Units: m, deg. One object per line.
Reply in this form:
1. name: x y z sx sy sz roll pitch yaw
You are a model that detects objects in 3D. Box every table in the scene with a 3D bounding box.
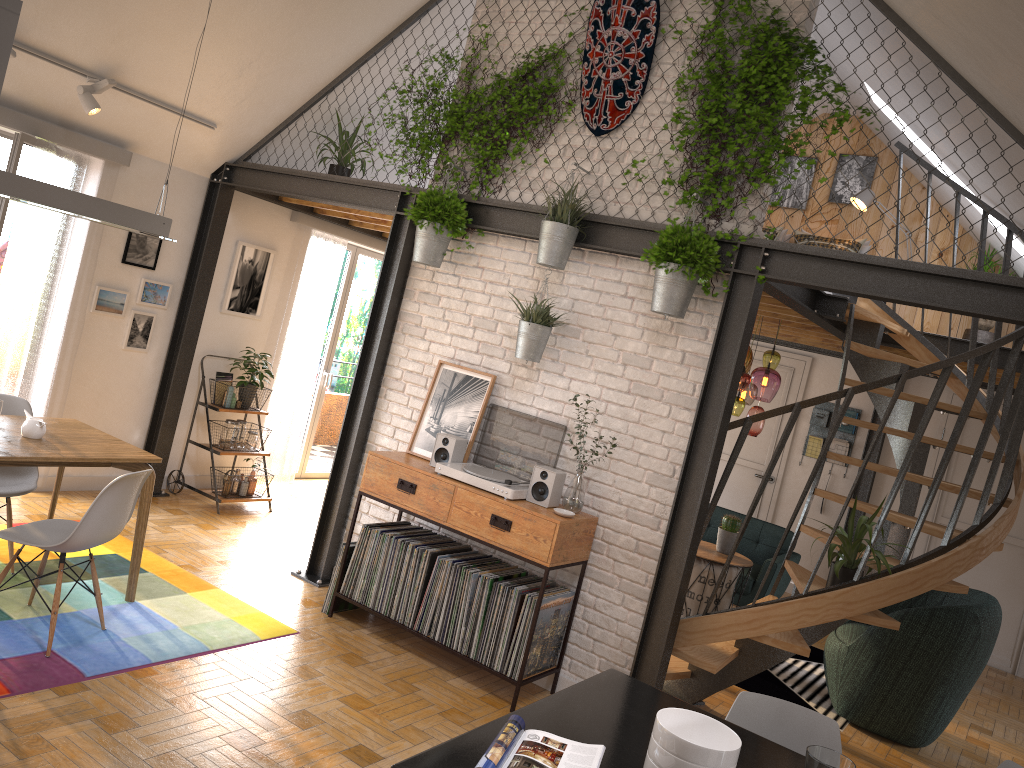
1. table: 1.368 1.473 6.500 0.679 0.685 0.684 13 2 -19
2. table: -2.537 0.590 4.070 0.855 0.754 1.460 15 3 32

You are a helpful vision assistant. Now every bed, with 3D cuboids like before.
1. bed: 2.201 -1.160 8.056 2.132 1.021 2.280 15 3 32

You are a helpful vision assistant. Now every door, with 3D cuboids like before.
1. door: 2.210 0.713 9.128 1.206 2.299 0.087 15 1 32
2. door: 4.224 1.281 7.824 1.206 2.299 0.087 15 1 32
3. door: -3.161 -0.418 5.582 0.111 2.229 0.804 14 1 -7

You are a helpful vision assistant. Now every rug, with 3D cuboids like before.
1. rug: 0.932 1.703 6.825 3.517 0.010 1.694 16 3 32
2. rug: -2.596 0.962 3.969 1.947 0.024 2.772 16 3 31

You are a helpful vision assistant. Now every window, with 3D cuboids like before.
1. window: 0.881 -0.466 4.141 8.672 4.463 7.754 15 3 32

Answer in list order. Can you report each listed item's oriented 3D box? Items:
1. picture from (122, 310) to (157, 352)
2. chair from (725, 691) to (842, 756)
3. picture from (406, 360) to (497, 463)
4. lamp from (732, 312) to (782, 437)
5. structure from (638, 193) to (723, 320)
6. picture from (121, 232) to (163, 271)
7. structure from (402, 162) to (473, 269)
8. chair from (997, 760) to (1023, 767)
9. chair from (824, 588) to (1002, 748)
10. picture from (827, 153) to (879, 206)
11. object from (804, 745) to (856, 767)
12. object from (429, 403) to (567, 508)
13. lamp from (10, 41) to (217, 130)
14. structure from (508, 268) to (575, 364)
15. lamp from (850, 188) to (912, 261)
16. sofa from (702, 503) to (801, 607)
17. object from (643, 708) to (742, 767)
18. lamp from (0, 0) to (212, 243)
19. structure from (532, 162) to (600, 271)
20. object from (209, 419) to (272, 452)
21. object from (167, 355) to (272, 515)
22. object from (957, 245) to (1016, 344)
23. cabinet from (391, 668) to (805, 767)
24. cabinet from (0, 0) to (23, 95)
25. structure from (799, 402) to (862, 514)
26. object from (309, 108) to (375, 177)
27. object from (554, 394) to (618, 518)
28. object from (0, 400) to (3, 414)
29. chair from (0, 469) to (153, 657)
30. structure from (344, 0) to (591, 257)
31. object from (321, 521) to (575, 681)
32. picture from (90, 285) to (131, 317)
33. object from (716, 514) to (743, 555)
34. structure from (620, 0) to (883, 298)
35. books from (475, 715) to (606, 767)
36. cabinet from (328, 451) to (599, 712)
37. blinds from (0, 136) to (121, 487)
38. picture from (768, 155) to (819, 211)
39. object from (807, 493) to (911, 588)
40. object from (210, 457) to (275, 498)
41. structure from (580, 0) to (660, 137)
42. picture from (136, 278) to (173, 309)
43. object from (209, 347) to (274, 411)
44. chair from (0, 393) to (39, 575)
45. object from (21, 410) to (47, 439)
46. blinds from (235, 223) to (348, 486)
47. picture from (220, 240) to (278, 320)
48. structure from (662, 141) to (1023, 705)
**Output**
1. picture: -2.662 -0.377 6.335 0.022 0.284 0.200 14 1 31
2. chair: 0.721 1.420 2.590 0.404 0.866 0.429 14 1 12
3. picture: -0.355 0.178 5.150 0.413 0.576 0.126 15 1 32
4. lamp: 1.728 -0.146 6.648 0.616 1.013 0.492 14 1 -18
5. structure: 0.845 -0.639 4.431 0.421 0.652 0.440 13 1 -28
6. picture: -2.581 -0.985 6.216 0.021 0.336 0.260 14 1 32
7. structure: -0.444 -1.003 5.265 0.421 0.652 0.440 13 1 -28
8. chair: 1.284 1.559 2.635 0.430 0.871 0.404 14 1 0
9. chair: 2.428 1.651 5.467 0.903 0.964 0.895 14 2 17
10. picture: 3.380 -2.024 8.785 0.382 0.506 0.011 15 1 32
11. object: 0.669 0.870 1.904 0.104 0.140 0.103 15 1 22
12. object: -0.060 0.353 4.802 0.791 0.414 0.413 15 2 32
13. lamp: -2.930 -1.798 4.564 0.208 0.261 3.476 15 3 32
14. structure: 0.136 -0.372 4.854 0.361 0.534 0.383 15 2 41
15. lamp: 3.512 -1.370 8.364 0.848 0.813 0.195 14 1 -11
16. sofa: 1.385 1.367 7.642 1.983 0.782 0.821 16 2 32
17. object: 0.375 0.796 1.866 0.182 0.146 0.180 15 2 29
18. lamp: -1.964 -1.694 4.056 0.270 1.818 1.341 14 1 32
19. structure: 0.255 -0.917 4.845 0.384 0.607 0.349 14 1 -5
20. object: -2.110 0.393 6.832 0.240 0.215 0.437 15 3 32
21. object: -2.132 0.380 6.850 0.634 1.078 0.576 15 1 32
22. object: 4.091 -0.671 7.656 0.787 1.048 0.736 14 1 -19
23. cabinet: 0.941 1.394 1.482 2.448 1.135 0.996 16 2 32
24. cabinet: -1.900 0.250 1.298 2.261 2.001 0.822 15 1 32
25. structure: 3.039 0.719 8.616 0.444 1.076 0.099 15 1 32
26. object: -1.224 -1.700 6.454 0.529 0.591 0.456 14 1 14
27. object: 0.337 0.356 4.587 0.289 0.620 0.297 13 1 -43
28. object: -2.338 0.161 3.979 0.062 0.184 0.062 14 1 -4
29. chair: -0.603 0.136 2.531 4.038 2.684 3.476 15 2 32
30. structure: -0.224 -1.580 5.395 2.138 1.678 0.429 15 1 32
31. object: -0.372 1.183 4.840 1.319 0.574 0.403 16 2 32
32. picture: -2.762 -0.566 6.097 0.023 0.183 0.250 14 2 32
33. object: 1.600 1.105 6.541 0.190 0.295 0.173 14 1 6
34. structure: 1.207 -1.343 4.510 1.311 1.869 0.456 15 1 29
35. books: 0.061 0.776 1.815 0.223 0.044 0.281 15 3 14
36. cabinet: -0.297 1.004 4.804 1.271 0.963 0.454 15 1 32
37. blinds: -3.002 -0.440 5.625 0.188 2.287 0.747 14 1 26
38. picture: 2.877 -2.076 9.098 0.423 0.554 0.017 15 1 32
39. object: 1.725 0.801 4.519 0.530 0.591 0.456 15 2 19
40. object: -2.050 0.707 6.751 0.278 0.290 0.437 15 2 32
41. structure: 0.553 -1.843 4.865 0.443 0.964 0.191 15 1 32
42. picture: -2.566 -0.649 6.368 0.023 0.183 0.250 14 2 32
43. object: -2.085 -0.047 6.889 0.398 0.475 0.490 15 2 44
44. chair: -2.680 0.487 4.522 0.463 0.801 0.545 13 1 -32
45. object: -2.289 0.200 4.246 0.106 0.106 0.179 13 2 -32
46. blinds: -1.834 -0.252 7.579 0.124 2.281 0.664 14 1 32
47. picture: -2.087 -0.819 7.051 0.023 0.575 0.413 14 1 32
48. structure: 2.091 0.137 5.131 2.238 3.816 1.636 13 1 -43
